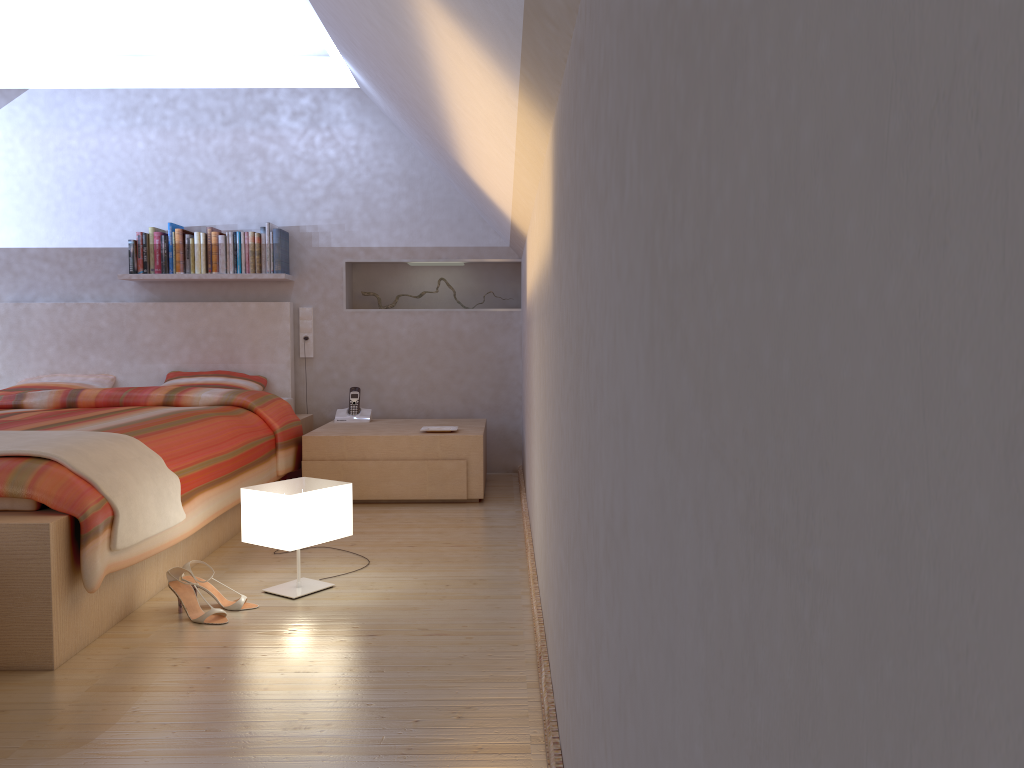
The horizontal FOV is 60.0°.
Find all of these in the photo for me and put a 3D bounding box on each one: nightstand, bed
[{"bbox_3d":[-0.569,0.386,4.626,0.859,0.329,0.847,0,3,-1],"label":"nightstand"},{"bbox_3d":[-2.069,0.115,3.599,2.087,0.994,3.009,0,3,-1],"label":"bed"}]

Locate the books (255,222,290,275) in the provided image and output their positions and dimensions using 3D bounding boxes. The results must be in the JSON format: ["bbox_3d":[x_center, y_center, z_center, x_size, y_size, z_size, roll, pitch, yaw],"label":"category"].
[{"bbox_3d":[-1.347,-0.754,4.974,0.145,0.281,0.200,0,3,-1],"label":"books"}]

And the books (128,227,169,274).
[{"bbox_3d":[-2.000,-0.740,4.961,0.209,0.260,0.215,0,3,-1],"label":"books"}]

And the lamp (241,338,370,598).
[{"bbox_3d":[-0.840,0.197,3.876,0.396,0.788,2.551,-1,3,-10],"label":"lamp"}]

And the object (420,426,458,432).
[{"bbox_3d":[-0.357,0.226,4.377,0.179,0.015,0.177,0,3,0],"label":"object"}]

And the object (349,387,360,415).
[{"bbox_3d":[-0.876,0.101,4.938,0.060,0.169,0.079,0,3,-1],"label":"object"}]

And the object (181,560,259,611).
[{"bbox_3d":[-0.867,0.594,2.630,0.235,0.132,0.079,0,3,5],"label":"object"}]

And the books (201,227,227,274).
[{"bbox_3d":[-1.648,-0.742,4.967,0.140,0.260,0.209,0,3,-1],"label":"books"}]

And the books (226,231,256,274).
[{"bbox_3d":[-1.498,-0.728,4.974,0.159,0.231,0.200,0,3,-1],"label":"books"}]

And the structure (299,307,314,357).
[{"bbox_3d":[-1.183,-0.297,5.105,0.077,0.286,0.034,0,3,-1],"label":"structure"}]

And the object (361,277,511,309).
[{"bbox_3d":[-0.442,-0.533,5.247,0.905,0.193,0.085,0,3,0],"label":"object"}]

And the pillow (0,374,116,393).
[{"bbox_3d":[-2.517,0.041,4.817,0.572,0.180,0.492,0,3,0],"label":"pillow"}]

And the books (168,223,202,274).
[{"bbox_3d":[-1.807,-0.752,4.970,0.178,0.281,0.200,0,3,-1],"label":"books"}]

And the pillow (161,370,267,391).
[{"bbox_3d":[-1.658,0.028,4.775,0.566,0.188,0.497,0,3,0],"label":"pillow"}]

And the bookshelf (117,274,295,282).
[{"bbox_3d":[-1.705,-0.597,4.975,0.916,0.028,0.223,0,3,-1],"label":"bookshelf"}]

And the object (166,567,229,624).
[{"bbox_3d":[-0.899,0.599,2.532,0.235,0.132,0.079,2,4,31],"label":"object"}]

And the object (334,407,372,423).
[{"bbox_3d":[-0.876,0.168,4.922,0.192,0.087,0.153,0,3,-1],"label":"object"}]
